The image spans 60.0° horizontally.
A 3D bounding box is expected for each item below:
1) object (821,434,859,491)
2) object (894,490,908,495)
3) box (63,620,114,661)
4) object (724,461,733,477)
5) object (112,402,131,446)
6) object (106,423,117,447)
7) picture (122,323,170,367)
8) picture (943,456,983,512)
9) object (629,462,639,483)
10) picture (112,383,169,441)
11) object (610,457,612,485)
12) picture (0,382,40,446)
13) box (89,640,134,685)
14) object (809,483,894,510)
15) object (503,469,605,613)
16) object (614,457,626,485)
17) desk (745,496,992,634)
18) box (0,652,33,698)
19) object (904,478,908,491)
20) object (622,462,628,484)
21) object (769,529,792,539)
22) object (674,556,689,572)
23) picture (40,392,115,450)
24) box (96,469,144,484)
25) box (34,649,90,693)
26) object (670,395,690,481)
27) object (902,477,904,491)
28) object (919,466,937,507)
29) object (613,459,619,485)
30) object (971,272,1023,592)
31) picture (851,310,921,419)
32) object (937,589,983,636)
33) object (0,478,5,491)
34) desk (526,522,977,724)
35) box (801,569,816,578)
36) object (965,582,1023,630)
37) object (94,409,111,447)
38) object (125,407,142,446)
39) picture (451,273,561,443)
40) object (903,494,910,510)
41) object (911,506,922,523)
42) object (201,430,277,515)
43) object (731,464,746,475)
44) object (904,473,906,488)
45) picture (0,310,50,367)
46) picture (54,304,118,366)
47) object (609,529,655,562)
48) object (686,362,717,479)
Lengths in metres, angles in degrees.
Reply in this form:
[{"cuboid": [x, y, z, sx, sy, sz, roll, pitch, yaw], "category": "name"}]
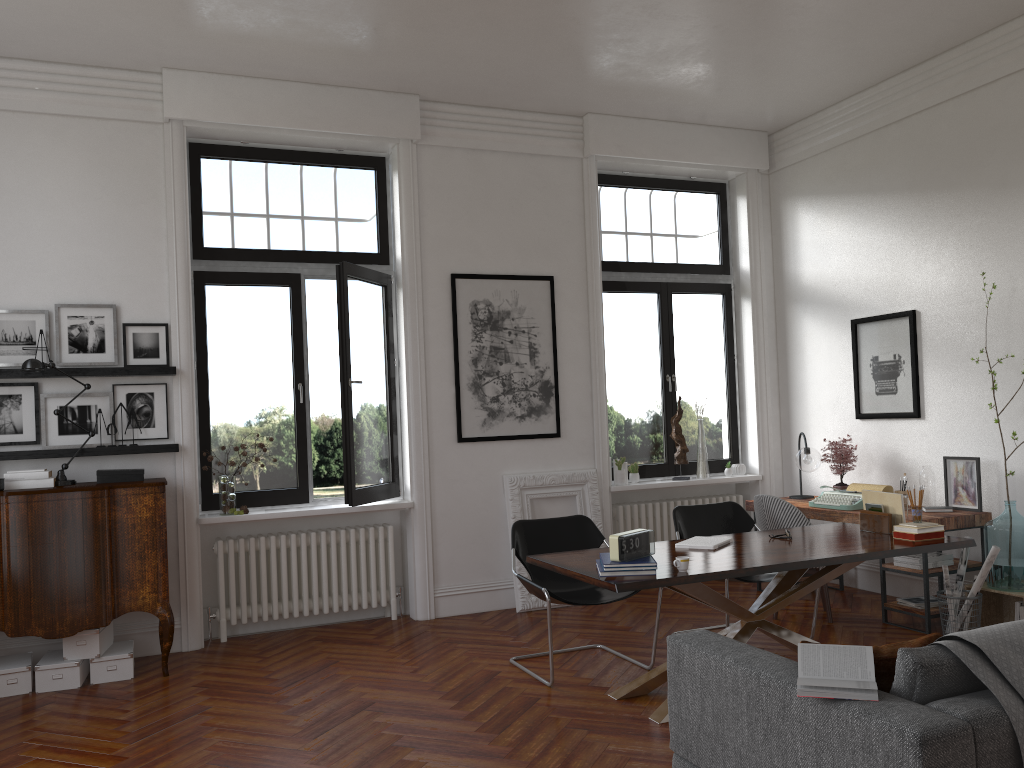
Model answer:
[{"cuboid": [2.622, 0.664, 7.091, 0.290, 0.528, 0.308, -3, -1, 22], "category": "object"}, {"cuboid": [2.867, 0.842, 6.523, 0.058, 0.113, 0.075, -2, -1, -23], "category": "object"}, {"cuboid": [-2.650, 1.588, 5.555, 0.209, 0.177, 0.394, -2, -2, -13], "category": "box"}, {"cuboid": [1.952, 0.766, 7.996, 0.072, 0.134, 0.072, -2, -1, 3], "category": "object"}, {"cuboid": [-2.613, 0.271, 5.935, 0.118, 0.299, 0.040, -2, -1, -23], "category": "object"}, {"cuboid": [-2.652, 0.340, 5.877, 0.066, 0.161, 0.040, -2, -1, -23], "category": "object"}, {"cuboid": [-2.498, -0.263, 6.054, 0.289, 0.303, 0.020, -2, -1, -23], "category": "picture"}, {"cuboid": [3.109, 0.687, 6.120, 0.023, 0.369, 0.282, -2, -1, -23], "category": "picture"}, {"cuboid": [1.064, 0.766, 7.702, 0.097, 0.185, 0.099, -2, -1, 0], "category": "object"}, {"cuboid": [-2.525, 0.190, 6.031, 0.343, 0.384, 0.020, -2, -1, -23], "category": "picture"}, {"cuboid": [0.828, 0.746, 7.599, 0.051, 0.238, 0.051, -3, -1, 12], "category": "object"}, {"cuboid": [-3.262, 0.196, 5.722, 0.373, 0.406, 0.020, -2, -1, -23], "category": "picture"}, {"cuboid": [-2.522, 1.760, 5.603, 0.244, 0.177, 0.394, -2, -2, -23], "category": "box"}, {"cuboid": [2.515, 0.839, 6.676, 0.484, 0.149, 0.535, -1, -2, -24], "category": "object"}, {"cuboid": [0.371, 1.240, 7.110, 0.830, 1.062, 0.234, -2, -1, -23], "category": "object"}, {"cuboid": [0.916, 0.737, 7.522, 0.102, 0.244, 0.098, -1, -2, -45], "category": "object"}, {"cuboid": [2.596, 1.294, 6.656, 0.647, 0.757, 1.799, -2, -2, -23], "category": "desk"}, {"cuboid": [-3.034, 1.773, 5.390, 0.209, 0.177, 0.394, -1, -2, -28], "category": "box"}, {"cuboid": [2.887, 0.792, 6.520, 0.008, 0.207, 0.054, -2, -1, -40], "category": "object"}, {"cuboid": [0.968, 0.765, 7.610, 0.051, 0.188, 0.051, -3, -1, 12], "category": "object"}, {"cuboid": [1.574, 0.872, 5.158, 0.133, 0.047, 0.114, -4, -2, 30], "category": "object"}, {"cuboid": [0.804, 0.858, 4.219, 0.082, 0.065, 0.064, -2, -2, -2], "category": "object"}, {"cuboid": [-2.878, 0.243, 5.880, 0.433, 0.365, 0.020, -2, -1, -23], "category": "picture"}, {"cuboid": [-2.538, 0.595, 5.757, 0.282, 0.086, 0.209, -1, -2, -23], "category": "box"}, {"cuboid": [-2.766, 1.765, 5.468, 0.244, 0.177, 0.394, -2, -2, -18], "category": "box"}, {"cuboid": [1.473, 0.474, 7.816, 0.165, 0.753, 0.143, -3, -1, 20], "category": "object"}, {"cuboid": [2.882, 0.794, 6.543, 0.054, 0.207, 0.008, -2, -1, -35], "category": "object"}, {"cuboid": [2.962, 0.735, 6.315, 0.111, 0.302, 0.111, -3, -1, 14], "category": "object"}, {"cuboid": [0.897, 0.756, 7.606, 0.051, 0.213, 0.051, -3, -1, 12], "category": "object"}, {"cuboid": [3.300, 0.268, 5.567, 0.353, 2.057, 0.808, -2, -1, -42], "category": "object"}, {"cuboid": [2.923, -0.136, 6.947, 0.050, 0.815, 0.634, -2, -1, -23], "category": "picture"}, {"cuboid": [2.847, 1.481, 5.628, 0.261, 0.304, 0.261, -3, -2, 32], "category": "object"}, {"cuboid": [-3.044, 0.599, 5.233, 0.091, 0.077, 0.091, -4, -2, 40], "category": "object"}, {"cuboid": [1.311, 1.269, 4.841, 2.225, 0.751, 1.030, -2, -2, -23], "category": "desk"}, {"cuboid": [2.281, 1.516, 7.242, 0.317, 0.082, 0.296, -1, -2, -23], "category": "box"}, {"cuboid": [3.215, 1.460, 5.677, 0.341, 0.316, 0.435, -2, -2, -23], "category": "object"}, {"cuboid": [-2.728, 0.293, 5.877, 0.124, 0.260, 0.040, -2, -1, -23], "category": "object"}, {"cuboid": [-2.559, 0.289, 5.986, 0.110, 0.262, 0.040, -2, -1, -23], "category": "object"}, {"cuboid": [-0.042, -0.212, 7.087, 0.882, 1.323, 0.035, -2, -1, -23], "category": "picture"}, {"cuboid": [2.792, 0.843, 6.335, 0.093, 0.101, 0.093, -1, -2, -31], "category": "object"}, {"cuboid": [2.282, 0.735, 4.993, 0.058, 0.091, 0.058, -1, -2, -36], "category": "object"}, {"cuboid": [-1.941, 0.638, 6.448, 0.317, 0.599, 0.541, -3, -2, 38], "category": "object"}, {"cuboid": [2.079, 0.785, 8.139, 0.132, 0.097, 0.134, -4, -2, 37], "category": "object"}, {"cuboid": [2.892, 0.776, 6.532, 0.028, 0.239, 0.023, -2, -1, -26], "category": "object"}, {"cuboid": [-3.234, -0.297, 5.749, 0.415, 0.367, 0.020, -2, -1, -23], "category": "picture"}, {"cuboid": [-2.838, -0.328, 5.915, 0.369, 0.408, 0.020, -2, -1, -23], "category": "picture"}, {"cuboid": [0.587, 0.782, 4.304, 0.082, 0.125, 0.275, -3, -2, 41], "category": "object"}, {"cuboid": [1.734, 0.316, 7.901, 0.295, 1.053, 0.290, -2, -1, -20], "category": "object"}]
